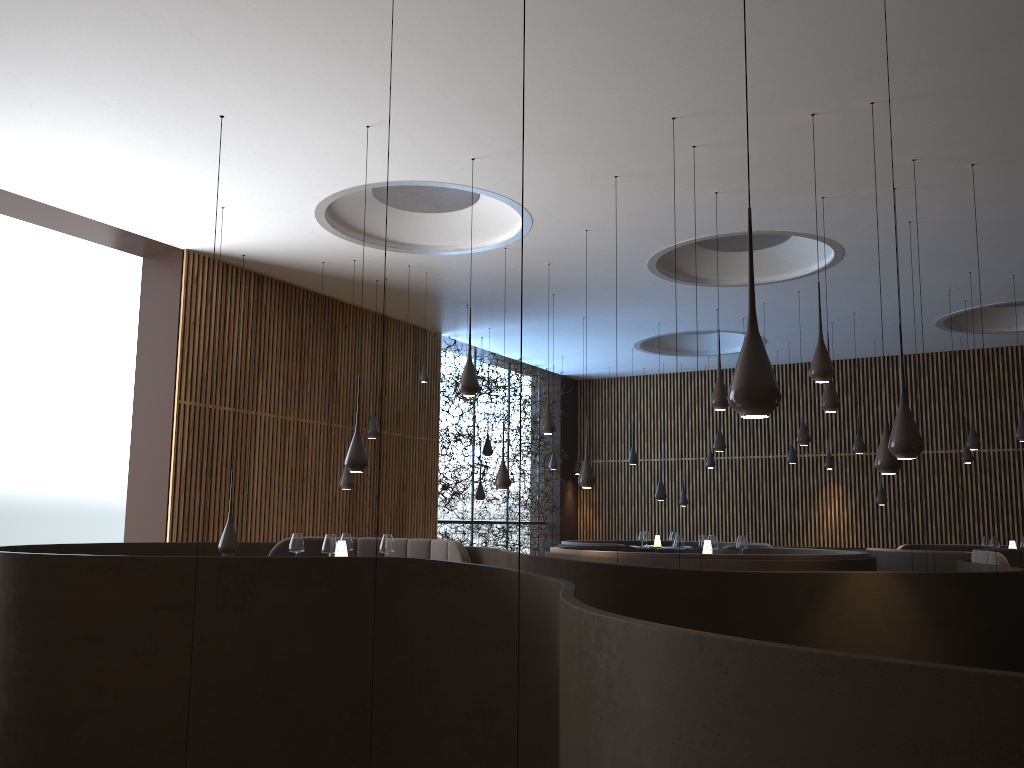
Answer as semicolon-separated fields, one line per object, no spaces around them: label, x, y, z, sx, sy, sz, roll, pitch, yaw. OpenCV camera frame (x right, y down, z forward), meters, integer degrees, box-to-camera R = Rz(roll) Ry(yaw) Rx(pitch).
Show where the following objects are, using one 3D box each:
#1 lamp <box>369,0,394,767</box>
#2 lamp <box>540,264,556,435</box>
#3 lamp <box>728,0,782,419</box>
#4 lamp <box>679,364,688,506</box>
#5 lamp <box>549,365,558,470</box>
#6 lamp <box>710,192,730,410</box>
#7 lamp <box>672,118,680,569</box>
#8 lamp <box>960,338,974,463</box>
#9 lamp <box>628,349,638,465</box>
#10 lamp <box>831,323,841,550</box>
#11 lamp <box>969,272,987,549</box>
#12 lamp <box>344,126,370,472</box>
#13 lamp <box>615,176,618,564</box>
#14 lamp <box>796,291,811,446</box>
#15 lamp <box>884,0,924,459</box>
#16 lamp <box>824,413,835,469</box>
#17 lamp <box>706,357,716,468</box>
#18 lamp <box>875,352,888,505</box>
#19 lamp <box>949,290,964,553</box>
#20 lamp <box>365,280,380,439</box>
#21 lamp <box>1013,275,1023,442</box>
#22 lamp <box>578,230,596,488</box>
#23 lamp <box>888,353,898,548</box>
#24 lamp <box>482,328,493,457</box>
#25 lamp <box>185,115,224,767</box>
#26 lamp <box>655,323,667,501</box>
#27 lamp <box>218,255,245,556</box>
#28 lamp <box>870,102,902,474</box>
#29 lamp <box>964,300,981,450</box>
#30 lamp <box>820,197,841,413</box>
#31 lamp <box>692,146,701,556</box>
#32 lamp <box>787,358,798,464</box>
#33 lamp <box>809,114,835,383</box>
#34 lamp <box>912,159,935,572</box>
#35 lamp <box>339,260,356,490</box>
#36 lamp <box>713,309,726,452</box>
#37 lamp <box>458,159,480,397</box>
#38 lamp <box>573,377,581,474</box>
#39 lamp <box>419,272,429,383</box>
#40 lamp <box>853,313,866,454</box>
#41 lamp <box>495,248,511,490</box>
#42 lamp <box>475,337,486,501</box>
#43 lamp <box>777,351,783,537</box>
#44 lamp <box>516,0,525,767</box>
lamp;-0.717;0.228;4.828;0.196;6.255;0.196;-7;-11;45
lamp;0.470;-0.462;11.398;0.196;2.216;0.196;-3;-8;25
lamp;0.924;-1.339;3.508;0.196;2.951;0.196;-7;-11;45
lamp;3.532;1.038;18.358;0.196;2.951;0.196;-1;-8;15
lamp;0.879;0.702;18.751;0.196;2.216;0.196;6;-9;-35
lamp;2.065;-0.845;8.871;0.196;2.216;0.196;-5;-9;35
lamp;1.312;0.888;6.977;0.196;6.255;0.196;4;-8;-25
lamp;7.961;0.281;15.605;0.196;2.216;0.196;0;-8;5
lamp;2.303;0.425;16.903;0.196;2.216;0.196;-1;-8;15
lamp;5.282;2.092;14.317;0.196;6.255;0.196;-7;-11;45
lamp;6.020;1.623;11.302;0.196;6.255;0.196;4;-8;-25
lamp;-1.252;-0.746;7.410;0.196;2.951;0.196;4;-8;-25
lamp;0.979;1.082;8.225;0.196;6.255;0.196;-5;-9;35
lamp;4.112;-0.236;12.600;0.196;2.216;0.196;4;-8;-25
lamp;2.337;-1.023;5.410;0.196;2.951;0.196;4;-8;-25
lamp;6.257;0.574;17.579;0.196;2.216;0.196;-1;-8;15
lamp;3.938;0.561;17.654;0.196;2.216;0.196;-1;-8;15
lamp;6.559;0.677;15.872;0.196;2.951;0.196;-1;-8;15
lamp;6.178;1.764;12.183;0.196;6.255;0.196;4;-8;-25
lamp;-1.900;-0.355;12.264;0.196;2.216;0.196;6;-9;-35
lamp;6.668;-0.353;11.662;0.196;2.216;0.196;4;-8;-25
lamp;0.845;-0.310;10.020;0.196;2.951;0.196;1;-8;-5
lamp;7.281;2.508;16.810;0.196;6.255;0.196;-7;-11;45
lamp;-0.405;0.136;15.264;0.196;2.216;0.196;4;-8;-25
lamp;-1.938;1.343;5.413;0.196;6.255;0.196;-7;-11;45
lamp;2.448;0.443;14.670;0.196;2.951;0.196;-3;-8;25
lamp;-2.698;0.175;8.669;0.196;2.951;0.196;3;-8;-15
lamp;2.863;-0.783;6.892;0.196;2.951;0.196;-5;-9;35
lamp;6.713;-0.144;13.006;0.196;2.216;0.196;4;-8;-25
lamp;3.189;-0.819;8.983;0.196;2.216;0.196;-3;-8;25
lamp;1.594;0.977;7.521;0.196;6.255;0.196;-5;-9;35
lamp;5.092;0.343;16.196;0.196;2.216;0.196;-1;-8;15
lamp;2.462;-1.114;7.143;0.196;2.216;0.196;4;-8;-25
lamp;3.669;1.037;7.758;0.196;6.255;0.196;-1;-8;15
lamp;-2.055;-0.140;11.291;0.196;2.951;0.196;-1;-8;15
lamp;3.196;-0.065;13.724;0.196;2.216;0.196;4;-8;-25
lamp;-0.375;-0.992;8.103;0.196;2.216;0.196;4;-8;-25
lamp;1.497;0.942;20.231;0.196;2.216;0.196;6;-9;-35
lamp;-1.161;-0.768;11.884;0.133;1.503;0.133;-3;-8;25
lamp;5.399;-0.019;13.884;0.196;2.216;0.196;4;-8;-25
lamp;-0.094;-0.210;10.717;0.196;2.951;0.196;3;-8;-15
lamp;-0.552;0.613;15.954;0.196;2.951;0.196;4;-8;-25
lamp;5.084;2.465;16.692;0.196;6.255;0.196;-7;-11;45
lamp;0.034;0.000;3.335;0.196;6.255;0.196;-7;-11;45
